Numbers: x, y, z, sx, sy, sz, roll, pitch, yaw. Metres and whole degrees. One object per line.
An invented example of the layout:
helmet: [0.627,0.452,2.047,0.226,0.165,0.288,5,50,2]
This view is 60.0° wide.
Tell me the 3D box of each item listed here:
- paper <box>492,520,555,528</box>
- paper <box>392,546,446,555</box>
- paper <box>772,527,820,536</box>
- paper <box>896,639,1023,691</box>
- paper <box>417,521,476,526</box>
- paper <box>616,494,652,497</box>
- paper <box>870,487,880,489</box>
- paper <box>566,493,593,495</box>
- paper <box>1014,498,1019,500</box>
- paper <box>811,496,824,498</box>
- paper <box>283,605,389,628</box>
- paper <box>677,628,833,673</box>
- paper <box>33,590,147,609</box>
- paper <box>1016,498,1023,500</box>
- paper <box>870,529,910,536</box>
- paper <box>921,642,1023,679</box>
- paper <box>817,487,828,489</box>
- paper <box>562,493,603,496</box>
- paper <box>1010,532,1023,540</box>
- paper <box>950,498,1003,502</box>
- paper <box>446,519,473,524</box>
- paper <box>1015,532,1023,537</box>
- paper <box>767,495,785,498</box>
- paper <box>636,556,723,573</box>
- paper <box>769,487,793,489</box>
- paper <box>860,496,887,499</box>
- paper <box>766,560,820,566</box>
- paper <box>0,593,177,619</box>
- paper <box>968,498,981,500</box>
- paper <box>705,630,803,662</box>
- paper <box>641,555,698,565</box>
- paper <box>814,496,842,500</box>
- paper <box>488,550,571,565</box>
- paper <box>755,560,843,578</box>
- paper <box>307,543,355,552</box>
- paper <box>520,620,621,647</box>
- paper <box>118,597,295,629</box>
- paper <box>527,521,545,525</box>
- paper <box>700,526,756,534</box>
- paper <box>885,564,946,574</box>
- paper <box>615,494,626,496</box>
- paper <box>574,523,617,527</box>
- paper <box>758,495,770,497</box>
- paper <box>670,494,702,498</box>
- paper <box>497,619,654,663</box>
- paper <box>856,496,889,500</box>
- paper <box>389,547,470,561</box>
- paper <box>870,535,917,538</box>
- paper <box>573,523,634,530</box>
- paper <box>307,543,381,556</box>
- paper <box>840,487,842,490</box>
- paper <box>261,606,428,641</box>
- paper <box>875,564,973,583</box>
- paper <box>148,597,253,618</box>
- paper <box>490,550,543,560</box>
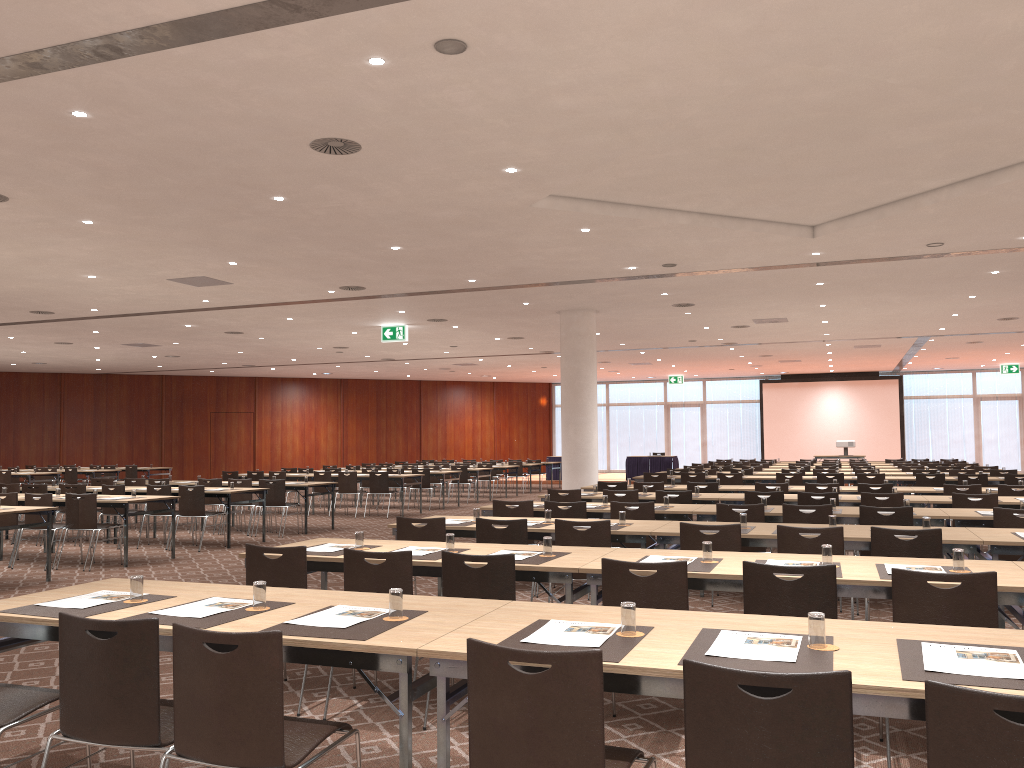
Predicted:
paper: [0.121,1.186,7.517,0.460,0.003,0.565,-2,-4,23]
paper: [-0.619,1.075,5.716,0.283,0.006,0.398,-2,-4,21]
paper: [2.237,1.115,6.724,0.460,0.003,0.565,-2,-4,22]
paper: [1.458,0.872,2.766,0.460,0.003,0.565,-2,-4,22]
paper: [-0.512,1.204,7.699,0.460,0.003,0.566,-2,-4,19]
paper: [1.515,1.408,11.236,0.460,0.003,0.566,-2,-4,20]
paper: [4.906,1.431,12.191,0.283,0.006,0.398,-2,-4,21]
paper: [0.884,1.429,11.541,0.283,0.006,0.398,-2,-4,23]
paper: [5.788,1.267,9.669,0.460,0.003,0.566,-2,-4,19]
paper: [3.609,1.339,10.534,0.283,0.006,0.398,-2,-4,24]
paper: [-0.692,0.942,3.605,0.283,0.006,0.398,-2,-4,22]
paper: [0.833,0.891,2.974,0.460,0.003,0.566,-2,-4,20]
paper: [-1.913,0.983,4.054,0.283,0.006,0.398,-2,-4,21]
paper: [5.728,1.268,9.740,0.283,0.006,0.398,-2,-4,21]
paper: [2.805,1.094,6.544,0.283,0.006,0.398,-2,-4,19]
paper: [1.454,0.871,2.801,0.283,0.006,0.398,-2,-4,23]
paper: [4.298,1.451,12.411,0.283,0.006,0.398,-2,-4,19]
paper: [0.890,1.429,11.482,0.460,0.003,0.566,-2,-4,19]
paper: [3.764,1.063,6.139,0.460,0.003,0.566,-2,-4,20]
paper: [5.152,1.286,9.874,0.460,0.003,0.566,-2,-4,19]
paper: [-0.516,1.205,7.786,0.283,0.006,0.398,-2,-4,22]
paper: [3.725,1.065,6.225,0.283,0.006,0.398,-2,-4,21]
paper: [3.033,1.356,10.654,0.460,0.003,0.566,-2,-4,17]
paper: [0.932,1.022,5.047,0.460,0.003,0.566,-2,-4,20]
paper: [3.712,1.469,12.545,0.460,0.003,0.565,-2,-4,24]
paper: [4.196,1.319,10.301,0.283,0.006,0.398,-2,-4,20]
paper: [1.544,1.003,4.903,0.283,0.006,0.398,-2,-4,21]
paper: [-1.878,0.980,3.950,0.460,0.003,0.565,-2,-4,24]
paper: [5.110,1.287,9.948,0.283,0.006,0.398,-2,-4,22]
paper: [0.832,0.891,3.027,0.283,0.006,0.398,-2,-4,21]
paper: [0.902,1.024,5.147,0.283,0.006,0.398,-2,-4,21]
paper: [3.627,1.336,10.434,0.460,0.003,0.565,-2,-4,22]
paper: [0.053,1.053,5.404,0.460,0.003,0.565,-2,-4,23]
paper: [1.547,1.002,4.825,0.460,0.003,0.566,-2,-4,19]
paper: [-1.216,1.095,5.938,0.283,0.006,0.398,-2,-4,22]
paper: [0.225,0.911,3.250,0.283,0.006,0.398,-2,-4,19]
paper: [-1.278,0.961,3.749,0.460,0.003,0.565,-2,-4,23]
paper: [0.094,1.185,7.566,0.283,0.006,0.398,-2,-4,19]
paper: [1.635,1.134,6.925,0.460,0.003,0.565,-2,-4,22]
paper: [2.132,0.983,4.689,0.283,0.006,0.398,-2,-4,20]
paper: [1.454,1.410,11.325,0.283,0.006,0.398,-2,-4,21]
paper: [0.698,1.165,7.339,0.283,0.006,0.398,-2,-4,18]
paper: [3.005,1.359,10.754,0.283,0.006,0.398,-2,-4,18]
paper: [2.096,1.388,11.007,0.460,0.003,0.566,-2,-4,17]
paper: [0.223,0.910,3.166,0.460,0.003,0.566,-2,-4,21]
paper: [4.230,1.318,10.233,0.460,0.003,0.566,-2,-4,20]
paper: [-0.580,1.073,5.622,0.460,0.003,0.566,-2,-4,19]
paper: [2.872,1.094,6.481,0.460,0.003,0.565,-2,-4,23]
paper: [0.707,1.165,7.273,0.460,0.003,0.566,-2,-4,21]
paper: [-1.199,1.094,5.860,0.460,0.003,0.565,-2,-4,22]
paper: [4.338,1.450,12.331,0.460,0.003,0.566,-2,-4,19]
paper: [-0.656,0.940,3.508,0.460,0.003,0.566,-2,-4,18]
paper: [2.151,0.982,4.613,0.460,0.003,0.566,-2,-4,20]
paper: [-1.313,0.963,3.830,0.283,0.006,0.398,-2,-4,23]
paper: [-0.006,1.053,5.462,0.283,0.006,0.398,-2,-4,22]
